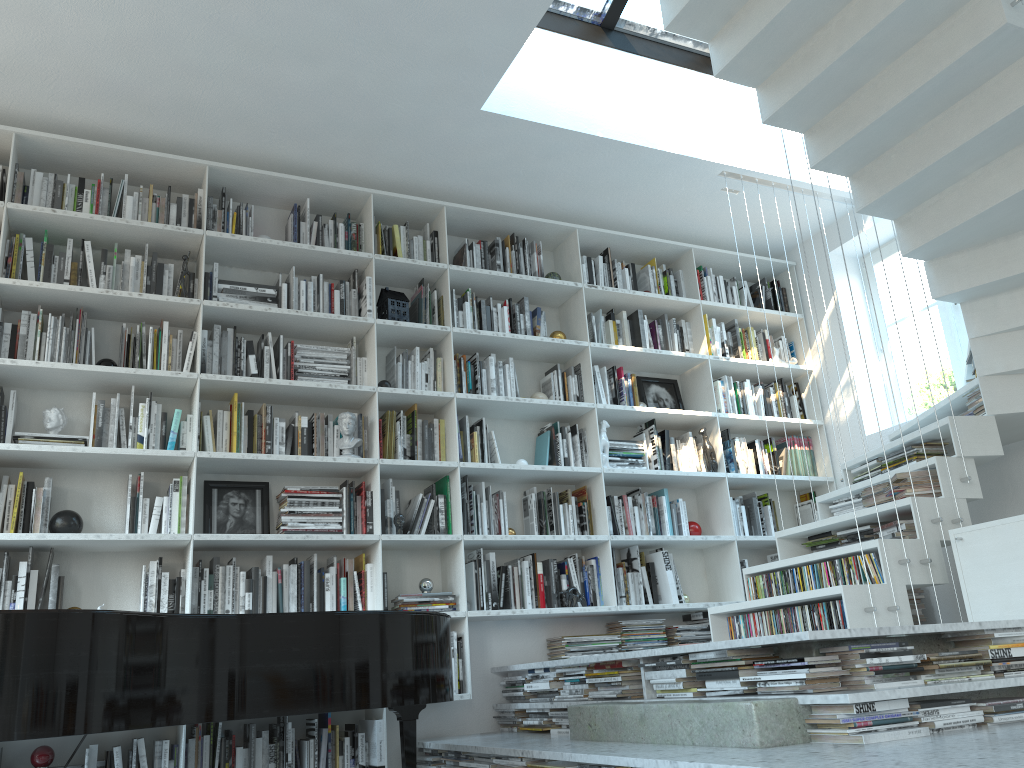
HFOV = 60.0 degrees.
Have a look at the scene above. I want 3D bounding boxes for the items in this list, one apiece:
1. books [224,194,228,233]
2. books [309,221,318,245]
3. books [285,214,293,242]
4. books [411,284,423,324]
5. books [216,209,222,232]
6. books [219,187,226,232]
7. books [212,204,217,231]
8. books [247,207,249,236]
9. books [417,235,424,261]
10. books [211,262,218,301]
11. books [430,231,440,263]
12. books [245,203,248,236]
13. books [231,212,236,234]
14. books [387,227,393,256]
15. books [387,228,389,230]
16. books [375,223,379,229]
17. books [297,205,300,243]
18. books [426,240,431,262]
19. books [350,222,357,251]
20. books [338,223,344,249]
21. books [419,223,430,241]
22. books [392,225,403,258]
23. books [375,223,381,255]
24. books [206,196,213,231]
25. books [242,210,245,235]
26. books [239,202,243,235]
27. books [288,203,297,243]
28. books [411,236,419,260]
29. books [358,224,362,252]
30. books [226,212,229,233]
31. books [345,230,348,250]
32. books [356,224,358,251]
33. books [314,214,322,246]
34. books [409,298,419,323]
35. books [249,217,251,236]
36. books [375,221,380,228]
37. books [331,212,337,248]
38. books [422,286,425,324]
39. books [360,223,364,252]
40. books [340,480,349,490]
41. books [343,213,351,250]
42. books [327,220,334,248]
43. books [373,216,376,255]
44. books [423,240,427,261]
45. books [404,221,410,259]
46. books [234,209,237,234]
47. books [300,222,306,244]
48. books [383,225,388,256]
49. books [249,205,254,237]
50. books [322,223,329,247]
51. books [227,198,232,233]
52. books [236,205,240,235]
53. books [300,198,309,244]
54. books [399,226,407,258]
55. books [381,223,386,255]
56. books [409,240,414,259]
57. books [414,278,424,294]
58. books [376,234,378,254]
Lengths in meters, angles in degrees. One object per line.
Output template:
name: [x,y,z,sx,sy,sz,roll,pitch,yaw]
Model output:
books: [-1.479,-0.806,4.550,0.010,0.295,0.153,4,-20,-25]
books: [-1.075,-0.736,4.714,0.050,0.210,0.173,4,-20,-25]
books: [-1.178,-0.756,4.687,0.012,0.244,0.151,4,-20,-25]
books: [-0.522,-0.382,4.838,0.021,0.271,0.191,4,-20,-25]
books: [-1.502,-0.763,4.514,0.026,0.194,0.167,4,-20,-25]
books: [-1.495,-0.826,4.556,0.014,0.339,0.145,4,-20,-25]
books: [-1.530,-0.777,4.520,0.023,0.227,0.157,4,-20,-25]
books: [-1.383,-0.772,4.599,0.013,0.248,0.148,4,-20,-25]
books: [-0.537,-0.696,4.956,0.031,0.212,0.170,4,-20,-25]
books: [-1.482,-0.447,4.392,0.021,0.248,0.192,4,-20,-25]
books: [-0.457,-0.708,4.998,0.029,0.252,0.187,4,-20,-25]
books: [-1.384,-0.782,4.579,0.005,0.254,0.168,4,-20,-25]
books: [-1.440,-0.756,4.549,0.023,0.195,0.173,4,-20,-25]
books: [-0.691,-0.718,4.887,0.015,0.233,0.171,4,-20,-25]
books: [-0.697,-0.721,4.926,0.007,0.263,0.133,4,-20,-25]
books: [-0.749,-0.733,4.872,0.006,0.259,0.166,4,-20,-25]
books: [-1.144,-0.780,4.702,0.011,0.295,0.158,4,-20,-25]
books: [-0.495,-0.679,4.986,0.022,0.193,0.182,4,-20,-25]
books: [-0.879,-0.733,4.817,0.028,0.243,0.161,4,-20,-25]
books: [-0.938,-0.727,4.758,0.023,0.201,0.193,4,-20,-25]
books: [-0.491,-0.736,5.029,0.012,0.328,0.129,4,-20,-25]
books: [-0.656,-0.724,4.910,0.054,0.253,0.191,4,-20,-25]
books: [-0.748,-0.728,4.854,0.007,0.238,0.192,4,-20,-25]
books: [-1.545,-0.796,4.497,0.026,0.252,0.186,4,-20,-25]
books: [-1.393,-0.765,4.571,0.016,0.218,0.144,4,-20,-25]
books: [-1.409,-0.786,4.576,0.013,0.263,0.147,4,-20,-25]
books: [-1.161,-0.782,4.685,0.014,0.291,0.176,4,-20,-25]
books: [-0.563,-0.691,4.946,0.024,0.201,0.180,4,-20,-25]
books: [-0.848,-0.728,4.832,0.014,0.238,0.153,4,-20,-25]
books: [-1.472,-0.759,4.551,0.011,0.204,0.146,4,-20,-25]
books: [-0.913,-0.712,4.809,0.014,0.203,0.135,4,-20,-25]
books: [-0.864,-0.729,4.834,0.014,0.243,0.145,4,-20,-25]
books: [-1.049,-0.755,4.755,0.028,0.269,0.140,4,-20,-25]
books: [-0.540,-0.344,4.854,0.019,0.213,0.156,4,-20,-25]
books: [-1.367,-0.745,4.585,0.010,0.186,0.153,4,-20,-25]
books: [-0.749,-0.738,4.888,0.007,0.278,0.150,4,-20,-25]
books: [-0.969,-0.759,4.762,0.010,0.269,0.180,4,-20,-25]
books: [-0.513,-0.376,4.857,0.022,0.271,0.182,4,-20,-25]
books: [-0.835,-0.733,4.848,0.022,0.256,0.137,4,-20,-25]
books: [-0.826,0.634,4.374,0.011,0.298,0.130,4,-20,-25]
books: [-0.902,-0.763,4.825,0.012,0.307,0.138,4,-20,-25]
books: [-0.989,-0.740,4.762,0.023,0.235,0.154,4,-20,-25]
books: [-0.778,-0.752,4.869,0.007,0.297,0.181,4,-20,-25]
books: [-0.520,-0.682,4.984,0.025,0.203,0.162,4,-20,-25]
books: [-0.603,-0.739,4.946,0.010,0.296,0.168,4,-20,-25]
books: [-1.437,-0.767,4.578,0.006,0.232,0.136,4,-20,-25]
books: [-1.127,-0.733,4.707,0.031,0.208,0.147,4,-20,-25]
books: [-0.710,-0.727,4.901,0.008,0.261,0.142,4,-20,-25]
books: [-1.357,-0.779,4.594,0.011,0.255,0.144,4,-20,-25]
books: [-1.011,-0.727,4.741,0.033,0.202,0.167,4,-20,-25]
books: [-1.453,-0.794,4.542,0.011,0.264,0.164,4,-20,-25]
books: [-1.423,-0.777,4.573,0.014,0.247,0.139,4,-20,-25]
books: [-1.104,-0.797,4.716,0.010,0.330,0.186,4,-20,-25]
books: [-0.628,-0.724,4.949,0.030,0.273,0.152,4,-20,-25]
books: [-0.726,-0.730,4.886,0.034,0.260,0.158,4,-20,-25]
books: [-0.583,-0.683,4.932,0.022,0.179,0.173,4,-20,-25]
books: [-0.514,-0.402,4.883,0.025,0.338,0.143,4,-20,-25]
books: [-0.767,-0.699,4.864,0.015,0.192,0.160,4,-20,-25]
